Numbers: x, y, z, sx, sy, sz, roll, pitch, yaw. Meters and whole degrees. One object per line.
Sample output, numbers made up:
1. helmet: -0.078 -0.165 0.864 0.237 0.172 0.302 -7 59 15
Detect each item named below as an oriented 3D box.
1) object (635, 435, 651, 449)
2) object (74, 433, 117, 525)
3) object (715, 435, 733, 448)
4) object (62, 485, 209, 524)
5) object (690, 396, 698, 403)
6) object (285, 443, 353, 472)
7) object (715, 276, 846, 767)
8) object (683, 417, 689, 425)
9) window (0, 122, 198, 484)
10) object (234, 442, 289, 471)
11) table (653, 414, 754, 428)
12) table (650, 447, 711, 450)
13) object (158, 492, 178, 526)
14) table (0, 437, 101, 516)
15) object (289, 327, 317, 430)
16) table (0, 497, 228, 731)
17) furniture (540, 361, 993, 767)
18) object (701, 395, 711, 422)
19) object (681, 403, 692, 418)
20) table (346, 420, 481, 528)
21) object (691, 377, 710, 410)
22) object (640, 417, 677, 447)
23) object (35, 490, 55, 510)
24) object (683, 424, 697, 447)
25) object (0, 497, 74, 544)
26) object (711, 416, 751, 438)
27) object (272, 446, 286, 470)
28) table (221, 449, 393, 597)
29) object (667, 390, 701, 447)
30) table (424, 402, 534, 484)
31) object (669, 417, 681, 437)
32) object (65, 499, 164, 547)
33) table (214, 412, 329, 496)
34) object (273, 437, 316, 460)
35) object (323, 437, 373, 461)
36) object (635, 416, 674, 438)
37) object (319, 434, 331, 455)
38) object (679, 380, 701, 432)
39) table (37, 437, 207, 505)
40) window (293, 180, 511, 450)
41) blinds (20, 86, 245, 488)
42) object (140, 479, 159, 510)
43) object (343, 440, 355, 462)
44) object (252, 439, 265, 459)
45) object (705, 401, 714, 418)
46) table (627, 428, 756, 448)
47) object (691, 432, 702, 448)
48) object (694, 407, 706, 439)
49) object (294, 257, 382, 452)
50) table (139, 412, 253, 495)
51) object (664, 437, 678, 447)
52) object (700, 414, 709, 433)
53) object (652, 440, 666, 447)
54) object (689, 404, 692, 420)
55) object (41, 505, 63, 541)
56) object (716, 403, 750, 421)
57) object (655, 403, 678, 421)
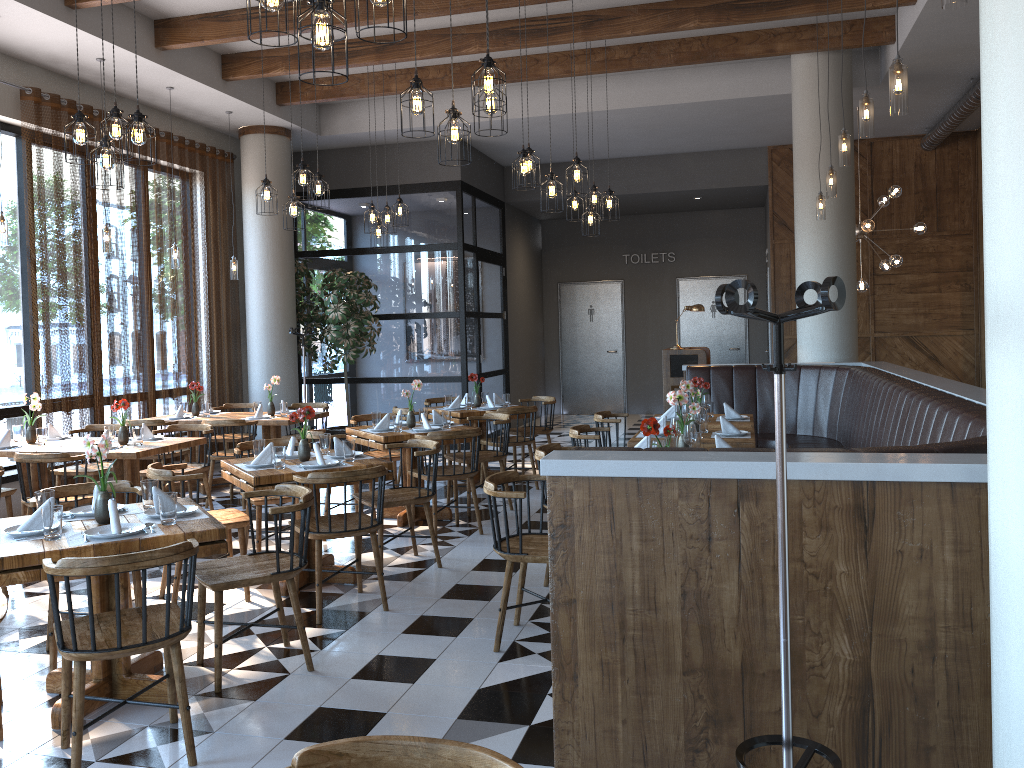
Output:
1. object: 0.771 0.373 5.382 0.272 0.137 0.352 -1 3 15
2. object: -1.790 0.407 3.826 0.206 0.400 0.146 -1 2 34
3. object: 1.277 0.368 5.239 0.272 0.137 0.352 -1 3 15
4. object: -1.731 0.526 4.009 0.582 0.137 0.578 -4 4 -30
5. object: 1.578 0.175 7.631 0.081 0.215 0.081 -1 1 6
6. object: -1.170 0.428 5.356 0.352 0.137 0.272 -3 3 -30
7. object: 0.677 0.572 2.201 0.374 1.657 0.375 -2 1 -8
8. object: 1.222 0.308 6.298 0.080 0.132 0.080 -2 2 0
9. window: -4.681 -0.443 2.864 4.493 3.161 15.150 -2 3 -8
10. object: -1.537 0.433 5.450 0.272 0.137 0.352 -3 4 -30
11. table: 1.601 0.675 7.454 0.850 0.763 0.851 -1 2 15
12. table: 1.042 0.819 5.333 0.850 0.763 0.851 -1 2 15
13. object: -1.470 0.534 3.789 0.080 0.132 0.080 -2 2 -20
14. table: -3.777 0.851 7.008 0.850 0.763 0.851 -1 2 15
15. object: -2.458 0.153 10.532 0.374 1.657 0.375 -1 1 37
16. table: -1.757 0.986 3.859 0.865 0.763 0.864 -3 3 -30
17. furniture: 1.869 0.581 5.691 1.917 1.149 6.598 -1 3 15
18. object: 1.593 0.198 7.256 0.081 0.215 0.081 -3 2 -44
19. object: 1.297 0.248 6.564 0.081 0.215 0.081 -1 1 6
20. table: -0.825 0.746 7.396 0.865 0.763 0.864 -3 3 -30
21. object: 1.586 0.116 7.457 0.156 0.355 0.171 -1 2 8
22. object: 0.704 0.334 4.259 0.171 0.355 0.156 -1 2 18
23. object: -2.073 0.542 3.935 0.080 0.132 0.080 -2 2 -10
24. object: 1.031 0.342 5.124 0.081 0.215 0.081 -2 1 -22
25. object: -1.997 0.551 3.717 0.272 0.137 0.352 -3 4 -30
26. object: 1.559 0.295 6.311 0.272 0.137 0.352 -1 3 15
27. object: -1.388 0.441 5.289 0.080 0.132 0.080 -1 2 30
28. table: -1.299 0.868 5.599 0.865 0.763 0.864 -3 3 -30
29. object: 1.034 0.238 5.329 0.206 0.400 0.146 -1 1 17
30. table: -0.346 0.622 9.214 0.865 0.763 0.864 -3 3 -30
31. object: 1.024 0.318 5.526 0.081 0.215 0.081 -2 1 -22
32. object: -1.630 0.546 3.623 0.352 0.137 0.272 -3 3 -30
33. table: -2.400 0.700 8.874 0.850 0.763 0.851 -1 2 15
34. object: -1.447 0.408 5.817 0.352 0.137 0.272 -3 3 -30
35. object: -1.080 0.404 5.723 0.272 0.137 0.352 -3 4 -30
36. object: 1.054 0.300 6.453 0.272 0.137 0.352 -1 3 15
37. object: -1.242 0.401 5.887 0.080 0.132 0.080 -1 2 20
38. object: 1.288 0.166 6.397 0.146 0.400 0.207 -1 2 22
39. table: -2.949 0.841 6.790 0.850 0.763 0.851 -1 2 15
40. window: -1.610 -0.944 12.976 2.727 3.546 2.189 -1 2 15
41. blinds: -4.317 -0.789 7.362 0.160 3.577 7.278 -1 3 15
42. object: -1.698 0.518 4.155 0.080 0.132 0.080 -2 2 -20
43. object: -1.014 0.417 5.521 0.080 0.132 0.080 -1 2 20
44. object: -1.617 0.424 5.667 0.080 0.132 0.080 -1 2 20
45. object: 1.685 0.218 7.560 0.080 0.132 0.080 -1 2 15
46. table: 1.320 0.748 6.387 0.850 0.763 0.851 -1 2 15
47. object: 1.123 0.363 5.428 0.080 0.132 0.080 -1 2 15
48. object: 1.312 0.270 6.189 0.081 0.215 0.081 -3 2 -44
49. object: -2.428 -0.363 11.317 1.634 2.590 1.381 -2 2 -1
50. table: -3.228 0.709 9.093 0.850 0.763 0.851 -1 2 15
51. object: 0.935 0.382 5.208 0.080 0.132 0.080 -1 2 20
52. object: 1.404 0.291 6.493 0.080 0.132 0.080 -1 2 15
53. object: 0.738 0.392 4.440 0.081 0.215 0.081 -1 1 23
54. object: 1.504 0.235 7.365 0.080 0.132 0.080 -2 2 0
55. object: -1.844 0.559 3.557 0.080 0.132 0.080 -2 2 -10
56. object: 1.839 0.223 7.373 0.272 0.137 0.352 -1 3 15
57. object: 1.333 0.228 7.515 0.272 0.137 0.352 -1 3 15
